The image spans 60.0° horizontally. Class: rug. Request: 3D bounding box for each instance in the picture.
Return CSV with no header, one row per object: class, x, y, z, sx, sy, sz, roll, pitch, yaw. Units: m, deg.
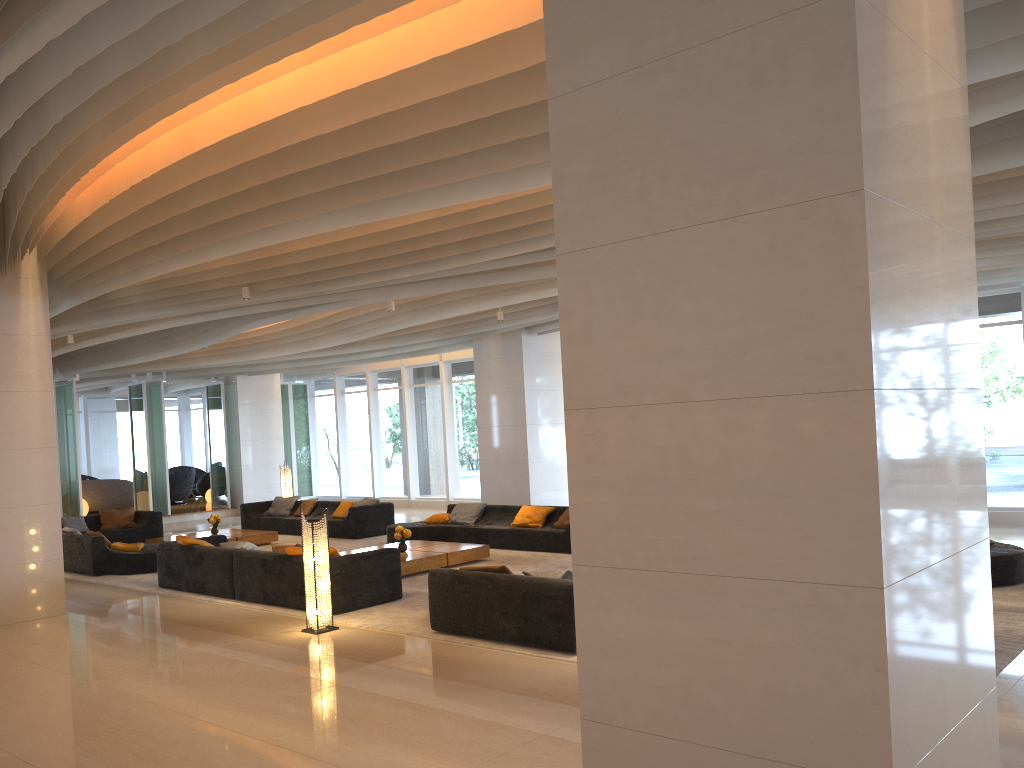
rug,-1.670,2.525,12.389,15.969,0.022,5.602,-6,-4,41

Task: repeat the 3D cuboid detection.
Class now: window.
window,-0.412,0.846,16.909,54.259,3.220,22.248,-3,-3,6

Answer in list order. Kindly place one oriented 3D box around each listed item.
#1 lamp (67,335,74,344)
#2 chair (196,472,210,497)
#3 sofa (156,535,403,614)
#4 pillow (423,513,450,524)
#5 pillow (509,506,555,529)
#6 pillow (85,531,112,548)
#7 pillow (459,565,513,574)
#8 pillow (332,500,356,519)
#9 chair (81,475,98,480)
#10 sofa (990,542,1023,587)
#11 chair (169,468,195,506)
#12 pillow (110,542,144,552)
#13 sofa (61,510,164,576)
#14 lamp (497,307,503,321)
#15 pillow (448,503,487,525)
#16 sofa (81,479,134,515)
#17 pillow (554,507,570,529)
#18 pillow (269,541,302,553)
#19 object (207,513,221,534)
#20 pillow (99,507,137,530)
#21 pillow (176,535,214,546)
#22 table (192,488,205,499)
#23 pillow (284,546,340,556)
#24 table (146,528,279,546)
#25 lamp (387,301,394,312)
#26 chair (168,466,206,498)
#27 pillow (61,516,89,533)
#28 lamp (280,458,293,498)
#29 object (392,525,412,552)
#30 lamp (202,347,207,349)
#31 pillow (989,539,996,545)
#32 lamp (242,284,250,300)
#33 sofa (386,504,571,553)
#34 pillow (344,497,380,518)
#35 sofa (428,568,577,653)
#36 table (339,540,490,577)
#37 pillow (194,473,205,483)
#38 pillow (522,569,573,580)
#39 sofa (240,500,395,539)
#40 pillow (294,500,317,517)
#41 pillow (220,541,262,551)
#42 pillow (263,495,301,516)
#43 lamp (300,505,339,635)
lamp,-6.929,-1.377,13.840,0.089,1.506,0.089,-3,0,-4
chair,-8.644,2.917,26.433,1.118,1.005,1.542,-4,-2,44
sofa,-2.894,2.198,10.531,3.718,0.582,0.957,-5,-3,41
pillow,-1.211,2.248,14.763,0.447,0.192,0.589,-3,-3,6
pillow,0.292,2.072,13.586,0.627,0.394,0.457,-5,-2,41
pillow,-6.096,2.326,13.176,0.417,0.311,0.334,-5,-2,43
pillow,-0.122,1.759,7.878,0.595,0.392,0.403,-5,-2,44
pillow,-3.175,2.364,16.722,0.401,0.312,0.327,-5,-2,43
chair,-11.715,2.987,24.642,1.123,1.005,1.537,-4,-2,24
sofa,3.798,1.839,10.394,1.359,0.582,4.119,-1,-4,-42
chair,-9.526,2.884,24.888,1.128,1.005,1.530,-3,-2,14
pillow,-5.700,2.407,13.154,0.414,0.136,0.413,-2,-3,-15
sofa,-6.483,2.578,14.980,5.009,0.653,2.871,-6,-4,41
lamp,-0.217,-1.735,13.751,0.088,1.506,0.090,-3,1,32
pillow,-0.757,2.156,14.505,0.654,0.416,0.469,-5,-2,41
sofa,-10.767,2.900,22.882,2.560,0.901,1.111,-3,-2,1
pillow,0.972,1.933,13.095,0.554,0.377,0.631,-2,-2,-27
pillow,-2.466,1.980,10.061,0.592,0.410,0.451,-5,-2,43
object,-5.274,2.473,15.724,0.238,0.377,0.263,-3,-1,-17
pillow,-7.566,2.583,17.034,0.647,0.377,0.541,-2,-2,-27
pillow,-3.948,2.098,11.264,0.554,0.377,0.631,-2,-2,-27
table,-9.314,3.332,27.142,1.097,0.318,0.805,-1,-3,-42
pillow,-2.042,1.913,9.588,0.632,0.377,0.553,-4,-2,19
table,-5.243,2.760,15.525,1.576,0.220,1.626,-6,-4,41
lamp,-1.688,-1.742,12.093,0.088,1.506,0.090,-3,0,14
chair,-10.143,3.064,27.769,1.541,1.005,1.119,-2,-2,-36
pillow,-8.096,2.607,16.411,0.317,0.312,0.414,-4,-2,43
lamp,-4.869,2.321,19.192,0.246,1.451,0.254,-3,1,41
object,-1.484,2.083,11.993,0.239,0.377,0.262,-3,-1,-27
lamp,-5.427,-1.370,15.533,0.089,1.506,0.089,-3,0,-4
pillow,4.775,1.651,9.458,0.586,0.209,0.440,-3,-2,1
lamp,-3.163,-1.750,10.418,0.088,1.506,0.090,-3,1,32
sofa,-0.305,2.229,13.816,4.080,0.582,1.373,-5,-3,40
pillow,-2.787,2.299,16.401,0.554,0.377,0.631,-2,-2,-27
sofa,0.100,1.921,8.142,2.218,0.576,1.377,-5,-3,41
table,-1.438,2.389,12.177,1.576,0.220,1.626,-6,-4,41
pillow,-9.885,2.970,28.019,0.509,0.409,0.459,-2,-2,-21
pillow,0.422,1.708,7.544,0.555,0.345,0.464,-5,-2,40
sofa,-3.820,2.583,17.138,3.718,0.582,0.957,-5,-3,41
pillow,-4.080,2.452,17.518,0.401,0.312,0.327,-4,-2,39
pillow,-3.232,2.093,10.737,0.577,0.377,0.427,-5,-2,43
pillow,-4.692,2.485,18.077,0.632,0.377,0.553,-4,-2,19
lamp,-1.849,1.739,8.405,0.246,1.198,0.254,-3,0,41
